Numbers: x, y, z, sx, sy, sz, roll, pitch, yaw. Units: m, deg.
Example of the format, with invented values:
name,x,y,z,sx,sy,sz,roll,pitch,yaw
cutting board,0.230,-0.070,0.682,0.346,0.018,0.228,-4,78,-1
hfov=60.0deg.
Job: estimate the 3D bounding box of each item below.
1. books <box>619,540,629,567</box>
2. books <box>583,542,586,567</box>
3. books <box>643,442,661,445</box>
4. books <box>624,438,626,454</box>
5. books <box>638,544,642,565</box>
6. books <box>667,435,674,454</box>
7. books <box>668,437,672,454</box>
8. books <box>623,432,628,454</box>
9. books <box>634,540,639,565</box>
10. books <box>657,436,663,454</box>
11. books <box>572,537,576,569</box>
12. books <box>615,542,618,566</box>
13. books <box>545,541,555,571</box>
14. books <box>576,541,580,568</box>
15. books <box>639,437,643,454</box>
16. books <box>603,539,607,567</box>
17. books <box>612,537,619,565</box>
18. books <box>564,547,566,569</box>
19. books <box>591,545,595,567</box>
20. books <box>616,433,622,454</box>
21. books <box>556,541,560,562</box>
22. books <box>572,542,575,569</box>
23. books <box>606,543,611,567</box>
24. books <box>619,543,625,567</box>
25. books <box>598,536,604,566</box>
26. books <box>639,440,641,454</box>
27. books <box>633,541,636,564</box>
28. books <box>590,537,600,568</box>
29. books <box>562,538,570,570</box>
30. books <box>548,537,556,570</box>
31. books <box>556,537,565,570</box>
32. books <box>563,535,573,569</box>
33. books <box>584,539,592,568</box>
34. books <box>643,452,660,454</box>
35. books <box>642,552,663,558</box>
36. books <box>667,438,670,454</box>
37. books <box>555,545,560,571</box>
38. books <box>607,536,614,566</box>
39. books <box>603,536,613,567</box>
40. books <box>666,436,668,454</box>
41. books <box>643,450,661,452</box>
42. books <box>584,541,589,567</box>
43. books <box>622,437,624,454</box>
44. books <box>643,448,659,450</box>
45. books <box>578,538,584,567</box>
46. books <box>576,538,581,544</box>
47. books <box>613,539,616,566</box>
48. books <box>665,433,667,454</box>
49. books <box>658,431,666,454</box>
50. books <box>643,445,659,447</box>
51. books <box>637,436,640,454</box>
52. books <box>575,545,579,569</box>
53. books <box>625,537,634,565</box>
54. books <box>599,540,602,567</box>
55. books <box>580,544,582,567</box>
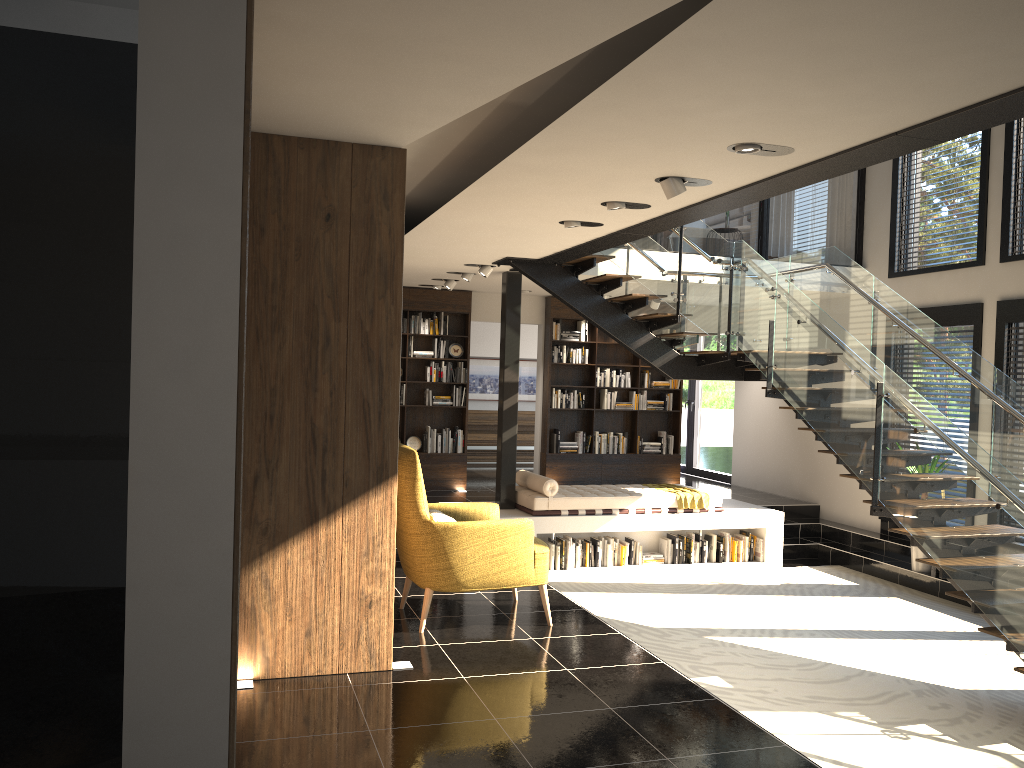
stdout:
name,x,y,z,sx,sy,sz,roll,pitch,yaw
books,1.217,1.855,9.734,0.050,0.258,0.215,1,1,-18
books,0.767,1.841,9.622,0.023,0.260,0.133,1,1,-18
books,1.997,0.864,12.859,0.288,0.030,0.175,2,0,-14
books,1.604,0.885,12.741,0.026,0.227,0.129,1,1,-18
books,1.385,1.880,9.814,0.030,0.218,0.186,1,1,-18
books,2.297,0.881,12.944,0.025,0.274,0.204,1,1,-18
books,2.272,0.891,12.944,0.023,0.254,0.191,1,1,-18
books,1.625,0.845,12.757,0.022,0.307,0.131,1,1,-18
books,1.362,1.859,9.805,0.020,0.257,0.154,1,1,-18
books,2.153,0.891,12.903,0.026,0.247,0.149,1,1,-18
books,0.652,1.811,9.518,0.021,0.313,0.139,1,1,-18
books,1.109,1.855,9.726,0.034,0.252,0.151,1,1,-18
books,0.399,1.824,9.414,0.035,0.273,0.200,1,1,-18
books,0.696,1.833,9.544,0.021,0.271,0.148,1,1,-18
books,1.844,0.887,12.799,0.026,0.238,0.159,1,1,-18
books,0.992,1.834,9.679,0.025,0.287,0.169,1,1,-18
books,1.138,1.835,9.746,0.036,0.293,0.128,1,1,-18
books,0.531,1.845,9.476,0.029,0.237,0.146,1,1,-18
books,0.850,1.856,9.637,0.050,0.234,0.149,1,1,-18
books,1.532,0.849,12.710,0.025,0.294,0.177,1,1,-18
books,0.475,1.823,9.463,0.028,0.279,0.120,1,1,-18
books,0.633,1.826,9.503,0.025,0.283,0.149,1,1,-18
books,1.023,1.855,9.666,0.027,0.246,0.193,1,1,-18
books,1.182,1.867,9.714,0.028,0.233,0.205,1,1,-18
books,0.967,1.823,9.680,0.023,0.308,0.126,1,1,-18
books,1.816,0.905,12.799,0.025,0.199,0.149,1,1,-18
books,1.323,1.861,9.821,0.045,0.252,0.142,1,1,-18
books,0.898,1.825,9.627,0.033,0.299,0.195,1,1,-18
books,0.567,1.810,9.460,0.028,0.309,0.211,1,1,-18
books,0.422,1.804,9.450,0.029,0.314,0.163,1,1,-18
books,0.512,1.802,9.444,0.030,0.322,0.202,1,1,-18
books,0.597,1.797,9.491,0.051,0.338,0.187,1,1,-18
books,0.818,1.831,9.612,0.028,0.282,0.172,1,1,-18
books,1.988,0.997,12.874,0.273,0.025,0.156,2,0,-20
books,1.537,1.907,9.881,0.249,0.026,0.148,2,0,-20
books,2.248,0.900,12.945,0.022,0.234,0.178,1,1,-18
books,0.459,1.835,9.424,0.027,0.254,0.204,1,1,-18
books,1.067,1.827,9.691,0.020,0.305,0.172,1,1,-18
books,1.044,1.826,9.689,0.026,0.305,0.187,1,1,-18
books,2.226,0.883,12.940,0.023,0.267,0.147,1,1,-18
books,1.992,0.969,12.866,0.286,0.030,0.176,2,0,-19
books,0.792,1.841,9.613,0.019,0.261,0.182,1,1,-18
books,1.560,0.872,12.706,0.028,0.250,0.162,1,1,-18
books,1.989,0.941,12.876,0.250,0.026,0.148,2,0,-21
books,0.740,1.828,9.629,0.025,0.285,0.137,1,1,-18
books,0.709,1.821,9.572,0.020,0.295,0.102,1,1,-18
books,1.087,1.834,9.702,0.023,0.293,0.157,1,1,-18
books,2.206,0.860,12.923,0.027,0.311,0.148,1,1,-18
books,2.180,0.852,12.913,0.030,0.326,0.195,1,1,-18
books,1.991,0.891,12.873,0.251,0.026,0.148,2,0,-22
books,1.789,0.872,12.804,0.024,0.264,0.174,1,1,-18
books,0.676,1.848,9.524,0.029,0.240,0.165,1,1,-18
books,1.293,1.844,9.793,0.030,0.284,0.176,1,1,-18
books,0.922,1.829,9.648,0.025,0.293,0.205,1,1,-18
books,0.715,1.846,9.623,0.026,0.247,0.149,1,1,-18
